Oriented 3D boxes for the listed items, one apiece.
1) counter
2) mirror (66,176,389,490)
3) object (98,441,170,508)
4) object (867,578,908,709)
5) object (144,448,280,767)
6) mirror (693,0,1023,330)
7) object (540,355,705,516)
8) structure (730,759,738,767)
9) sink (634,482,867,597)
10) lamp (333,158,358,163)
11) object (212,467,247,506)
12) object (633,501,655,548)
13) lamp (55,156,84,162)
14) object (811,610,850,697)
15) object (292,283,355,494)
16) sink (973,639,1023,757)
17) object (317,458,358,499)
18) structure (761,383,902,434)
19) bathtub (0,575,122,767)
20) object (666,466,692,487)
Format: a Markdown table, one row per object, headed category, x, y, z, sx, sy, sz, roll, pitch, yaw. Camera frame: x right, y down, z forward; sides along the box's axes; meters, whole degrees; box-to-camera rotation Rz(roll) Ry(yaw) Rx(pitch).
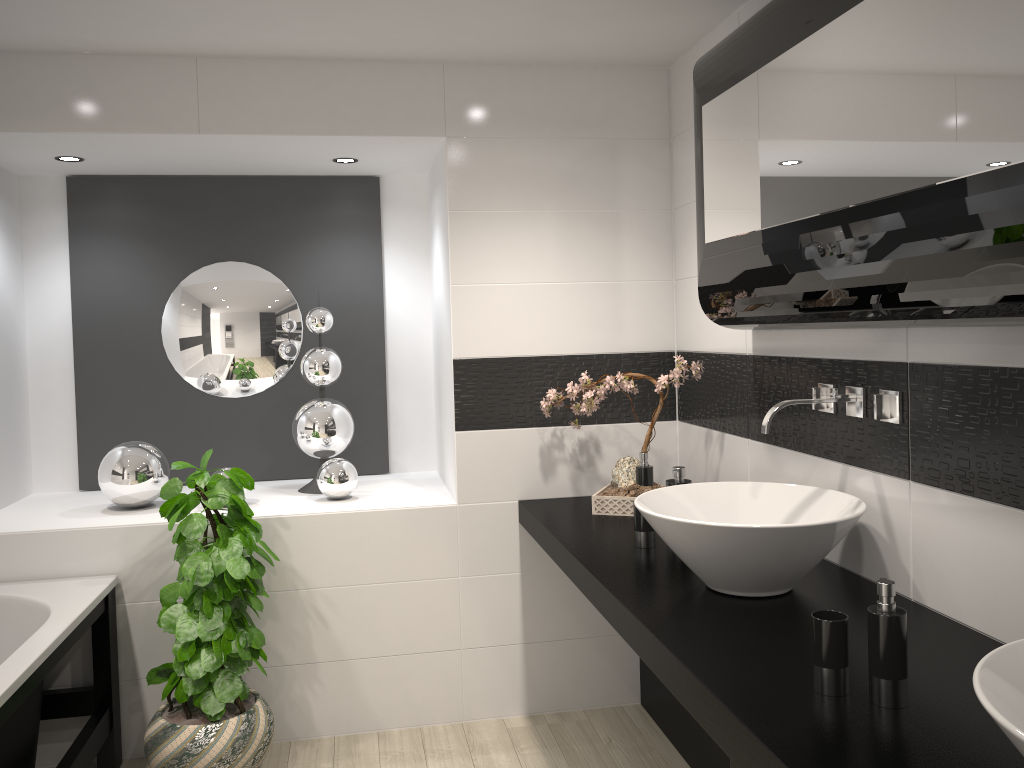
| category | x | y | z | sx | sy | sz | roll | pitch | yaw |
| --- | --- | --- | --- | --- | --- | --- | --- | --- | --- |
| counter | 0.688 | 0.584 | 1.602 | 0.655 | 0.084 | 3.849 | -2 | 3 | -10 |
| mirror | -1.262 | -0.246 | 4.006 | 1.361 | 1.381 | 0.078 | -2 | 2 | -10 |
| object | -1.494 | 0.358 | 3.506 | 0.260 | 0.261 | 0.261 | -2 | 2 | 3 |
| object | 0.646 | 0.443 | 1.525 | 0.063 | 0.207 | 0.063 | -3 | 2 | -30 |
| object | -1.027 | 0.788 | 3.000 | 0.418 | 1.130 | 0.438 | -1 | 2 | 31 |
| mirror | 0.865 | -0.549 | 1.536 | 0.258 | 0.900 | 2.617 | -2 | 3 | -10 |
| object | 0.400 | 0.177 | 3.225 | 0.628 | 0.560 | 0.261 | -1 | 2 | 20 |
| structure | 0.625 | 1.014 | 1.514 | 0.464 | 0.761 | 0.126 | -2 | 2 | -10 |
| sink | 0.591 | 0.398 | 2.224 | 0.559 | 0.212 | 0.560 | 0 | 4 | 33 |
| lamp | -0.704 | -0.944 | 3.745 | 0.106 | 0.004 | 0.105 | -5 | 5 | -43 |
| object | -1.117 | 0.403 | 3.481 | 0.150 | 0.150 | 0.150 | -2 | 2 | 3 |
| object | 0.398 | 0.420 | 2.663 | 0.063 | 0.134 | 0.063 | -1 | 2 | 25 |
| lamp | -1.774 | -0.901 | 3.552 | 0.105 | 0.004 | 0.106 | -3 | 4 | -25 |
| object | 0.568 | 0.479 | 1.582 | 0.063 | 0.134 | 0.063 | -1 | 2 | 25 |
| object | -0.814 | 0.003 | 3.798 | 0.260 | 0.896 | 0.261 | -2 | 2 | 3 |
| sink | 0.818 | 0.466 | 0.965 | 0.560 | 0.212 | 0.560 | -4 | 4 | -31 |
| object | -0.702 | 0.380 | 3.564 | 0.163 | 0.163 | 0.163 | -2 | 2 | 3 |
| structure | 0.760 | 0.066 | 2.246 | 0.259 | 0.108 | 0.367 | -2 | 3 | -10 |
| bathtub | -1.697 | 1.095 | 2.018 | 1.008 | 0.675 | 2.182 | -2 | 3 | -10 |
| object | 0.516 | 0.366 | 2.733 | 0.079 | 0.220 | 0.079 | -2 | 2 | -20 |
